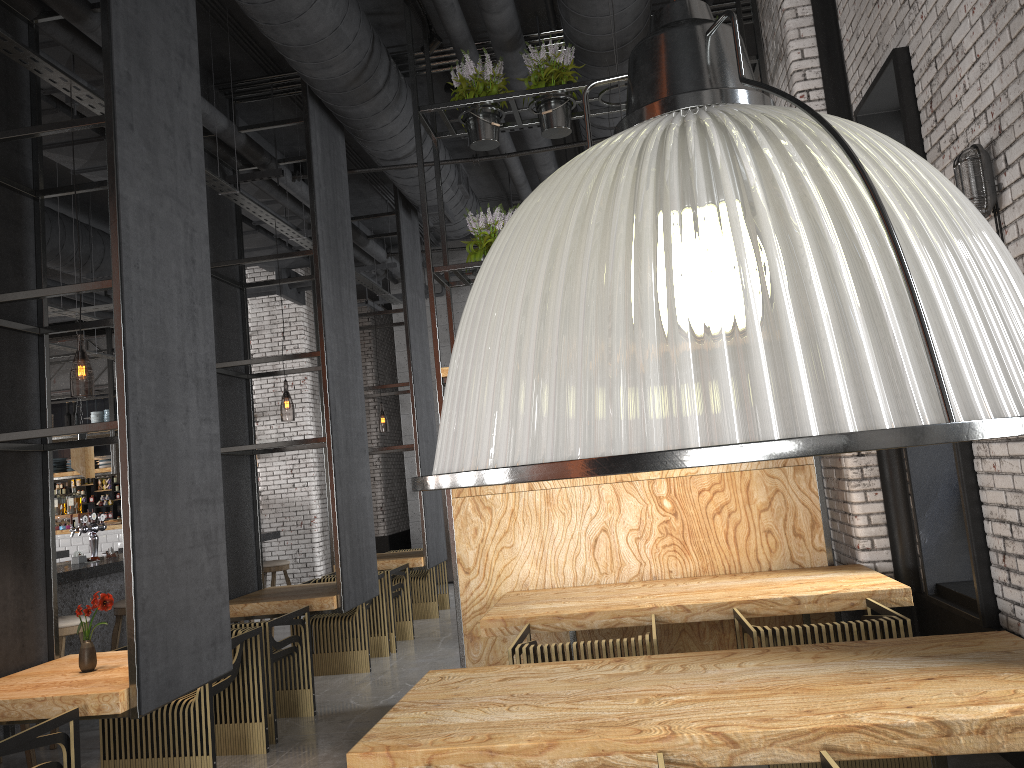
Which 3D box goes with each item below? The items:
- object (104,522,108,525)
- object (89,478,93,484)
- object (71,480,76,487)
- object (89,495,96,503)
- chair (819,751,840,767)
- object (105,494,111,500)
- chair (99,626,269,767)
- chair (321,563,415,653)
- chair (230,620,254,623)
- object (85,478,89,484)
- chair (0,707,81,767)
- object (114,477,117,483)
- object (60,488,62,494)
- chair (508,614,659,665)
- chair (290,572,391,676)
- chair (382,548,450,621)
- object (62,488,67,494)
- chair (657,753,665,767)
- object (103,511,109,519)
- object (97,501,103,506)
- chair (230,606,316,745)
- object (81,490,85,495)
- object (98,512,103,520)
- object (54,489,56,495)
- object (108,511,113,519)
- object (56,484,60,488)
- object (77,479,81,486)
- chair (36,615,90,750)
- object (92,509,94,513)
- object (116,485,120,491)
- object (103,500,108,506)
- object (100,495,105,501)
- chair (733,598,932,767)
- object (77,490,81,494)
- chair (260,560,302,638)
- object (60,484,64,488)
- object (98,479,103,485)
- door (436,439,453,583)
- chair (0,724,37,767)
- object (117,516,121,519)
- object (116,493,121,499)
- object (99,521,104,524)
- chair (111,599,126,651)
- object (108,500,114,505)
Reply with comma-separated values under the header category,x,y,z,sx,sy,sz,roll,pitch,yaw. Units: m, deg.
category,x,y,z,sx,sy,sz,roll,pitch,yaw
object,-7.531,2.587,16.460,0.092,0.108,0.105,-8,-7,19
object,-7.875,1.729,16.606,0.079,0.281,0.079,-4,-7,-14
object,-8.218,1.850,16.622,0.079,0.157,0.079,-11,-8,37
object,-7.829,2.145,16.558,0.100,0.140,0.088,-6,-7,8
chair,1.093,1.215,1.830,0.657,0.732,0.637,-6,-6,5
object,-7.532,2.111,16.525,0.090,0.101,0.111,-2,-7,-26
chair,-1.837,1.822,5.011,0.656,0.732,0.637,-7,-7,10
chair,-1.340,2.110,8.315,0.657,0.732,0.637,-6,-6,8
chair,-2.753,2.242,8.708,0.439,0.807,0.479,-6,-7,6
object,-7.967,1.739,16.618,0.079,0.281,0.079,-7,-7,11
chair,-2.059,1.662,3.227,0.657,0.732,0.637,-6,-6,6
object,-7.374,1.780,16.511,0.076,0.111,0.076,-8,-7,17
object,-8.473,2.014,16.640,0.076,0.111,0.076,-9,-7,27
chair,0.380,1.516,4.113,0.657,0.732,0.637,-6,-6,8
chair,-1.463,2.048,7.585,0.657,0.732,0.637,-6,-6,7
chair,-1.110,2.268,10.085,0.657,0.732,0.637,-6,-6,7
object,-8.392,2.005,16.631,0.076,0.111,0.076,-6,-7,2
chair,0.071,1.330,1.992,0.657,0.732,0.637,-6,-6,6
object,-7.537,2.440,16.485,0.100,0.140,0.088,-6,-7,8
object,-7.677,2.222,16.523,0.119,0.111,0.085,-3,-7,-24
chair,-1.729,1.889,5.772,0.657,0.732,0.637,-7,-7,9
object,-8.013,2.021,16.574,0.071,0.083,0.070,-5,-6,-3
object,-7.644,2.452,16.499,0.100,0.140,0.088,-6,-7,8
object,-8.555,2.023,16.651,0.076,0.111,0.076,-8,-7,17
object,-7.436,2.429,16.472,0.100,0.140,0.088,-6,-7,8
object,-8.528,1.923,16.657,0.071,0.083,0.070,-5,-6,-3
object,-8.112,1.838,16.608,0.079,0.157,0.079,-5,-7,-7
chair,-3.066,1.997,6.006,0.480,0.807,0.438,-5,-7,-4
object,-7.799,2.462,16.514,0.079,0.281,0.079,-3,-7,-24
object,-7.326,1.932,16.487,0.076,0.111,0.076,-10,-8,32
object,-7.565,2.216,16.518,0.090,0.101,0.111,-2,-7,-26
object,-7.630,2.122,16.537,0.090,0.101,0.111,-2,-7,-26
chair,1.409,1.405,4.000,0.657,0.732,0.637,-6,-6,6
object,-8.098,2.031,16.585,0.071,0.083,0.070,-5,-6,-3
chair,-2.494,2.304,9.569,0.439,0.807,0.479,-3,-7,-24
object,-8.447,1.914,16.646,0.070,0.083,0.071,-10,-8,32
object,-7.696,1.828,16.564,0.092,0.112,0.100,-5,-6,-6
door,-0.767,1.826,12.903,1.119,2.108,0.158,-6,-7,7
chair,-3.145,1.944,5.407,0.480,0.807,0.437,-3,-7,-19
object,-7.274,2.511,16.418,0.076,0.111,0.076,-2,-7,-27
object,-7.309,2.078,16.490,0.081,0.113,0.071,-6,-7,7
object,-7.626,2.595,16.471,0.092,0.112,0.100,-5,-6,-6
chair,-2.907,2.071,6.880,0.480,0.807,0.438,-1,-8,-34
object,-7.466,2.198,16.496,0.092,0.112,0.100,-5,-6,-6
